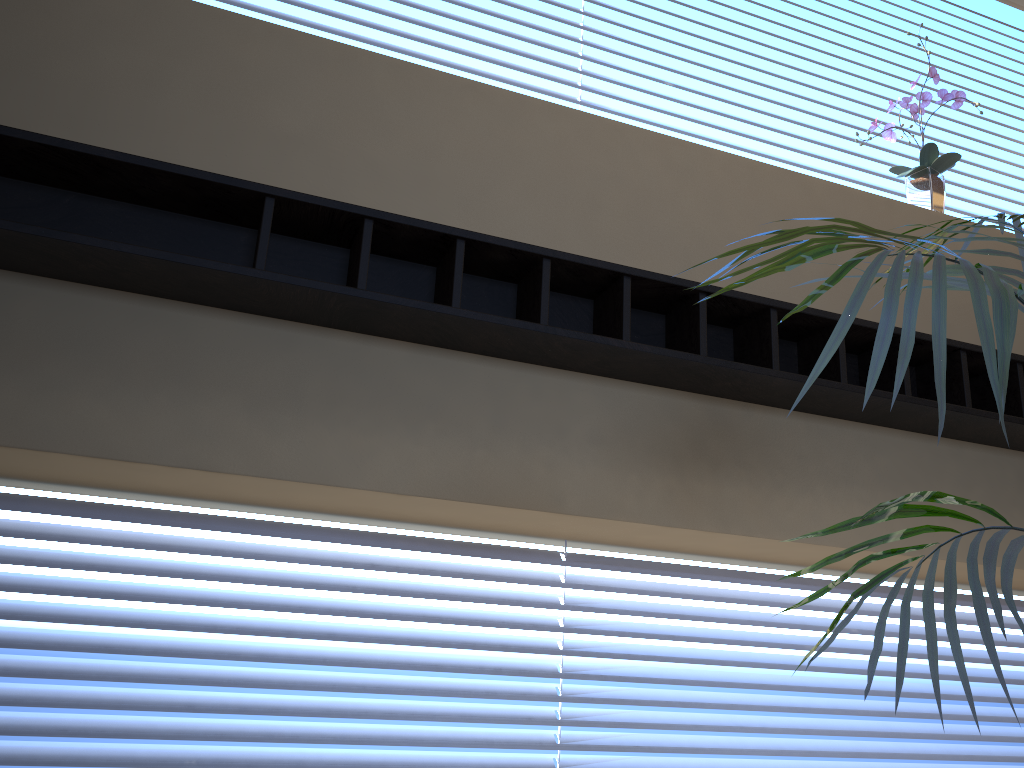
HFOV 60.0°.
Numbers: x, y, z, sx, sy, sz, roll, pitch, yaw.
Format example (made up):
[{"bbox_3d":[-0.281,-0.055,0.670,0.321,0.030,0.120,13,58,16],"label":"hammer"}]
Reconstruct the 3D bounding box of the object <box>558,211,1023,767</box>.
[{"bbox_3d":[0.659,0.608,1.472,1.040,1.845,1.910,3,-18,0],"label":"object"}]

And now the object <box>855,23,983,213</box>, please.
[{"bbox_3d":[1.444,-0.855,3.087,0.439,0.690,0.353,18,-23,-38],"label":"object"}]

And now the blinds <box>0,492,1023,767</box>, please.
[{"bbox_3d":[0.095,1.114,2.296,5.398,1.357,0.047,10,-18,-19],"label":"blinds"}]

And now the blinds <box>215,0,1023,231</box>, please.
[{"bbox_3d":[0.224,-1.324,3.058,5.398,1.450,0.039,10,-18,-19],"label":"blinds"}]

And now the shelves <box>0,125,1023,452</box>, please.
[{"bbox_3d":[0.918,-0.218,1.902,6.631,0.212,1.257,10,-20,-19],"label":"shelves"}]
